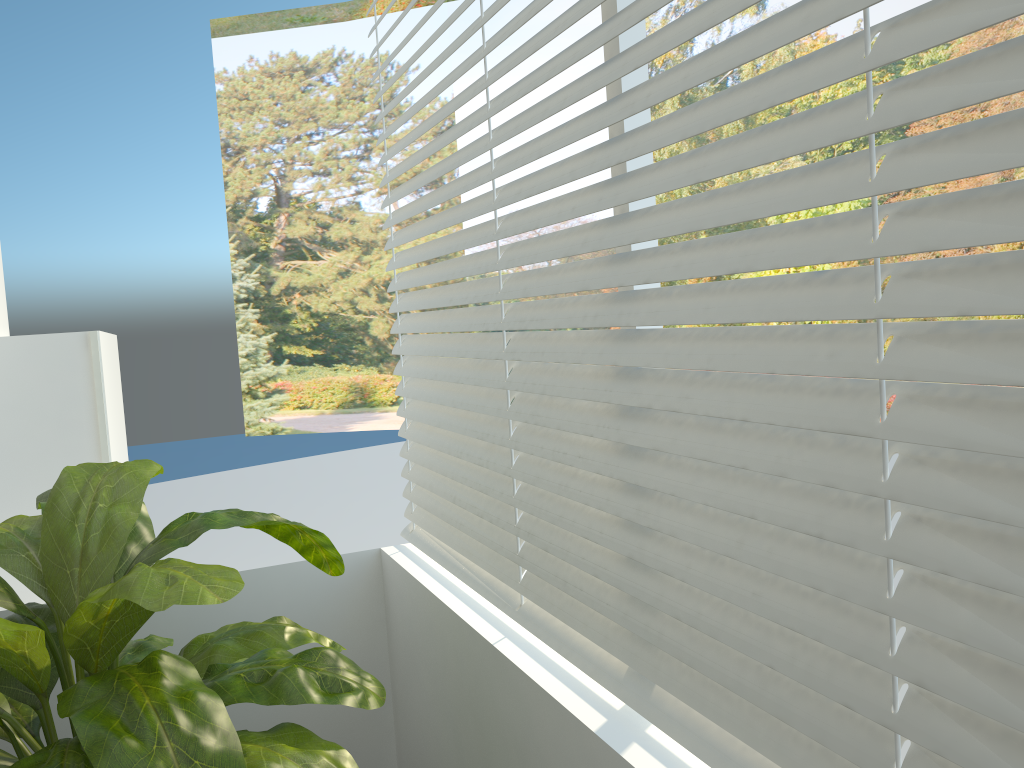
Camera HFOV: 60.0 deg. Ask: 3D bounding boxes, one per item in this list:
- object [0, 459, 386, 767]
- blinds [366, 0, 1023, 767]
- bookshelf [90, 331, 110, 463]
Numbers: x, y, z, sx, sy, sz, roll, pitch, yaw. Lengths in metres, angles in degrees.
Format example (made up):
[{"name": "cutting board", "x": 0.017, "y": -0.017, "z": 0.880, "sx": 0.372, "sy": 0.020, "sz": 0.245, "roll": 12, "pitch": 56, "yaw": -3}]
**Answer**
[{"name": "object", "x": -0.745, "y": 0.767, "z": 1.592, "sx": 1.027, "sy": 1.197, "sz": 1.121, "roll": -8, "pitch": 5, "yaw": -44}, {"name": "blinds", "x": 0.269, "y": -1.575, "z": 0.599, "sx": 1.220, "sy": 4.261, "sz": 3.922, "roll": -4, "pitch": 4, "yaw": -4}, {"name": "bookshelf", "x": -1.831, "y": 0.511, "z": 3.569, "sx": 0.502, "sy": 1.495, "sz": 2.101, "roll": -5, "pitch": 4, "yaw": -22}]
